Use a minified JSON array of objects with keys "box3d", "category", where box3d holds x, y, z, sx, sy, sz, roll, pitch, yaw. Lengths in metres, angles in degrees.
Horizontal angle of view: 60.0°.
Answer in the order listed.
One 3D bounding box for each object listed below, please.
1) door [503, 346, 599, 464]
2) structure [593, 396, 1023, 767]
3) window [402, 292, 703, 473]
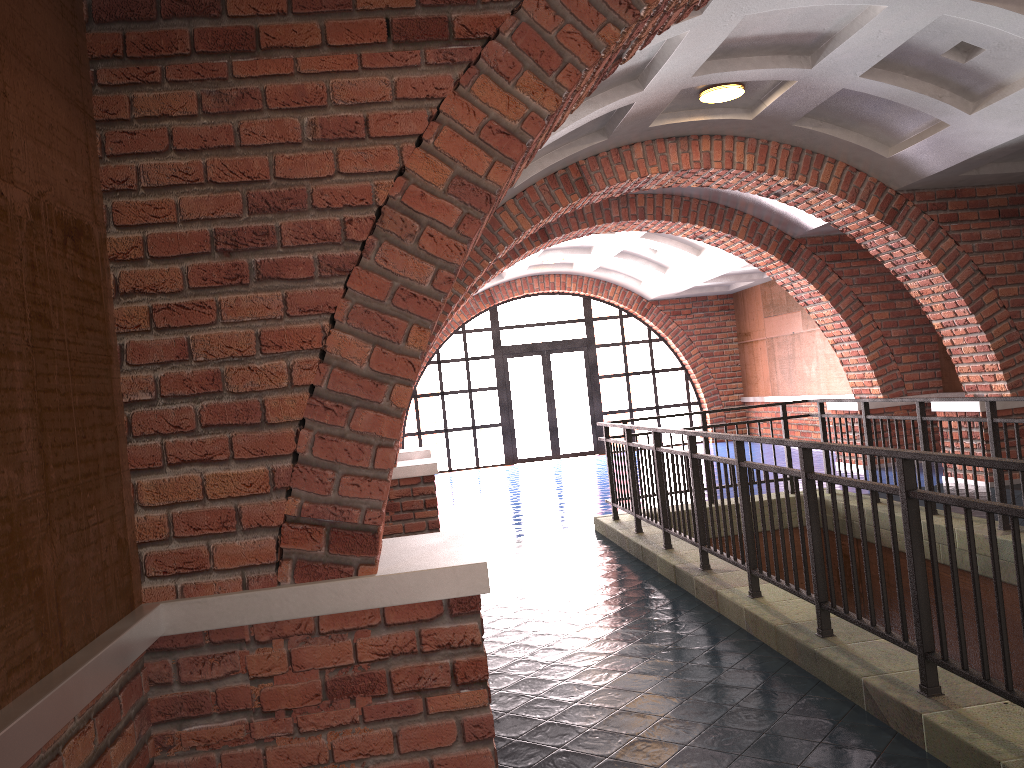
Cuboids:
[{"box3d":[0.788,0.420,18.037,1.754,2.236,0.040,-6,-1,-7],"category":"door"},{"box3d":[2.846,2.960,3.572,2.464,5.665,11.176,-6,-1,-7],"category":"structure"},{"box3d":[0.782,-0.150,18.044,6.353,3.471,0.100,-6,-1,-7],"category":"window"}]
